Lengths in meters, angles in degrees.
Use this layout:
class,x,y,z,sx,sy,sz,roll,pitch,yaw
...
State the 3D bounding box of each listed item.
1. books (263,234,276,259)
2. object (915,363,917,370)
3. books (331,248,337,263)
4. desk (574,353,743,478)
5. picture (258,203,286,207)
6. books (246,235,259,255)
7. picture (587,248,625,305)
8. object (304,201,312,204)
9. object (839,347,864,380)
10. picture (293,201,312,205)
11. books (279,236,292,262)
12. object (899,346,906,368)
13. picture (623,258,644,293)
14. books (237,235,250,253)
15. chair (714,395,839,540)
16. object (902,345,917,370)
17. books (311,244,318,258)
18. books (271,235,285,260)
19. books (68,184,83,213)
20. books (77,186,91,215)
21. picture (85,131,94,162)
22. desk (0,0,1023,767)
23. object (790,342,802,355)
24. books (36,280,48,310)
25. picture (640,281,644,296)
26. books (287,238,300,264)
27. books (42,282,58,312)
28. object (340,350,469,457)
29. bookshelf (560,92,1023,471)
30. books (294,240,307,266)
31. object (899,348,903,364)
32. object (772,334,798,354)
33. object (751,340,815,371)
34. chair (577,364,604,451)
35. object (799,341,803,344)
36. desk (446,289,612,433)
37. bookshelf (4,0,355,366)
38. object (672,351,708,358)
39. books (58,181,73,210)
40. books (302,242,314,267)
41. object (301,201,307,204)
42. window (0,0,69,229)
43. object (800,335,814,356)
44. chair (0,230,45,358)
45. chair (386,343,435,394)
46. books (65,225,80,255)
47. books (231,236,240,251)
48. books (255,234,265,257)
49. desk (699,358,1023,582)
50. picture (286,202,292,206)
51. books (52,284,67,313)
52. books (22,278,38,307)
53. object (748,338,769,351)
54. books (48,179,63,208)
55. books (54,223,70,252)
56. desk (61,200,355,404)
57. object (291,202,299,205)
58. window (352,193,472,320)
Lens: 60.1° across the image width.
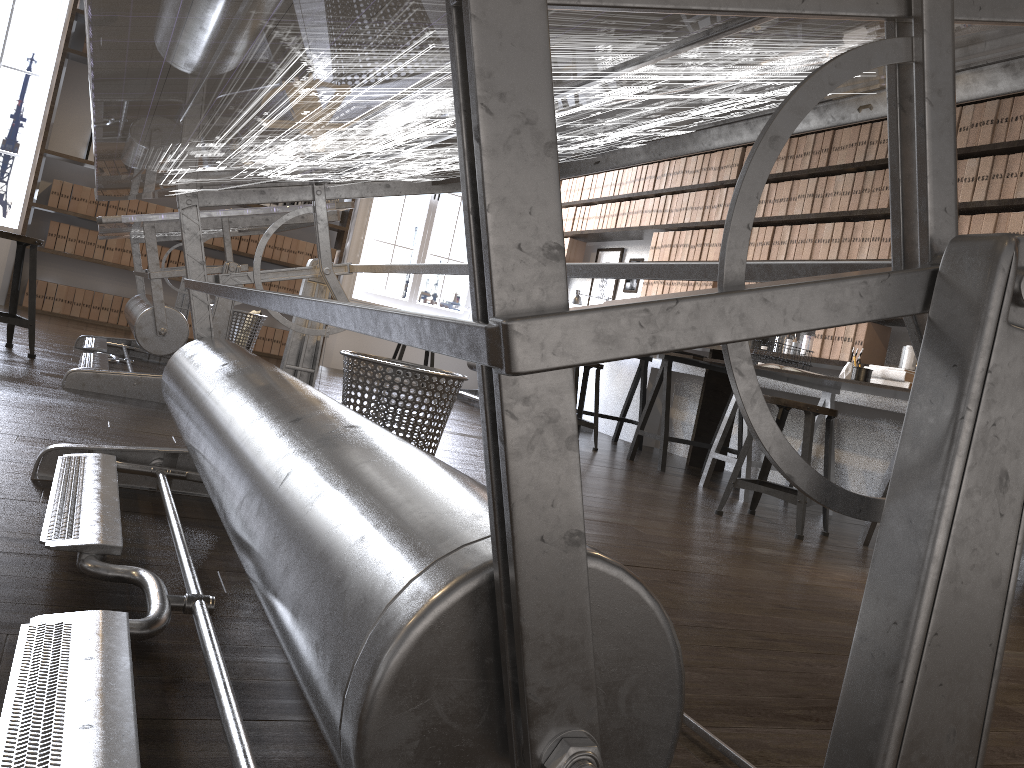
class,x,y,z,sx,sy,sz,roll,pitch,yaw
books,-2.133,-1.206,7.752,0.066,0.226,0.175,13,0,-26
object,2.003,-0.113,4.354,0.044,0.128,0.045,13,-1,-25
books,-1.654,-1.110,7.977,0.066,0.226,0.175,13,0,-26
desk,0.852,0.132,5.703,0.653,0.670,1.676,12,1,-26
picture,-2.115,-1.666,7.756,0.288,0.291,0.127,12,0,-25
books,-2.258,-1.231,7.692,0.066,0.226,0.175,13,0,-26
picture,0.787,-0.870,7.523,0.040,0.575,0.417,13,0,-26
object,-1.795,-1.584,7.807,0.110,0.262,0.040,12,-1,-25
object,1.734,-0.086,4.522,0.102,0.209,0.101,12,-1,19
picture,-1.777,-1.669,7.927,0.341,0.365,0.161,12,0,-25
books,-2.008,-1.181,7.806,0.066,0.226,0.175,13,0,-26
object,1.964,-0.123,4.396,0.063,0.118,0.062,12,0,15
picture,0.984,-0.874,7.151,0.022,0.285,0.202,13,0,-26
books,-2.322,-1.244,7.655,0.066,0.226,0.175,13,0,-26
chair,1.127,0.333,3.650,0.373,0.528,0.356,12,0,38
object,1.948,-0.124,4.327,0.062,0.119,0.061,12,-1,24
books,-1.775,-1.135,7.924,0.066,0.226,0.175,13,0,-26
books,-2.070,-1.194,7.782,0.066,0.226,0.175,13,0,-26
books,-3.494,-1.478,7.088,0.066,0.226,0.175,13,0,-26
books,-3.440,-1.467,7.119,0.066,0.226,0.175,13,0,-26
picture,-3.317,-1.922,7.240,0.265,0.315,0.058,12,-1,-25
desk,-0.020,-0.283,1.296,1.072,1.387,2.078,12,1,-26
object,1.691,-0.190,5.097,0.180,0.093,0.062,12,0,-11
books,-3.748,-0.708,7.038,0.066,0.226,0.175,13,0,-26
picture,1.086,-0.739,6.879,0.023,0.183,0.252,13,1,-26
books,-1.951,-1.170,7.838,0.066,0.226,0.175,13,0,-26
books,-3.684,-0.696,7.065,0.066,0.226,0.175,13,0,-26
object,-0.328,0.129,2.387,0.353,0.378,0.353,12,0,-4
bookshelf,2.044,-0.136,4.480,0.372,3.208,9.217,13,1,-26
books,-1.895,-1.158,7.864,0.066,0.226,0.175,13,0,-26
object,1.987,-0.120,4.458,0.062,0.119,0.061,12,0,15
object,1.642,-0.300,5.245,0.155,0.272,0.182,12,0,-41
object,1.464,-0.130,4.804,0.283,0.161,0.204,12,1,-25
chair,0.359,0.108,5.465,0.357,0.528,0.373,12,0,-17
object,1.688,-0.195,5.143,0.063,0.093,0.063,12,0,27
desk,0.184,-0.284,7.172,1.066,1.099,1.274,12,1,-26
bookshelf,-2.651,-1.513,7.531,2.462,3.727,0.414,12,-1,-25
object,0.939,-0.198,5.412,0.311,0.033,0.447,11,2,-26
books,-3.557,-1.491,7.058,0.066,0.226,0.175,13,0,-26
books,-1.835,-1.147,7.890,0.066,0.226,0.175,13,0,-26
object,-1.840,-1.613,7.753,0.118,0.304,0.040,13,-1,-25
window,-4.272,-2.493,6.748,1.476,2.499,0.154,12,-1,-25
object,1.690,-0.204,5.016,0.093,0.128,0.095,12,0,-19
chair,-2.293,-0.413,3.909,0.360,0.528,0.369,12,0,43
chair,-0.750,-0.173,6.713,0.357,0.528,0.373,12,0,-17
books,-3.526,-1.156,7.103,0.066,0.226,0.175,13,0,-26
books,-2.390,-1.257,7.629,0.066,0.226,0.175,13,0,-26
books,-2.193,-1.218,7.718,0.066,0.226,0.175,13,0,-26
desk,1.593,0.344,4.106,0.653,0.670,1.676,12,1,-26
picture,-2.136,-1.707,7.789,0.432,0.361,0.095,12,-1,-25
books,-3.621,-0.683,7.097,0.066,0.226,0.175,13,0,-26
books,-3.810,-0.721,7.010,0.066,0.226,0.175,13,0,-26
object,1.463,-0.288,5.581,0.192,0.152,0.318,12,1,-26
books,-3.623,-1.504,7.030,0.066,0.226,0.175,13,0,-26
books,-3.589,-1.168,7.069,0.066,0.226,0.175,13,0,-26
desk,-1.428,-0.687,4.329,1.072,1.387,2.290,12,1,-26
object,-1.893,-1.552,7.694,0.066,0.166,0.040,12,-1,-25
window,-0.721,-1.786,8.328,1.239,2.311,0.154,12,-1,-25
